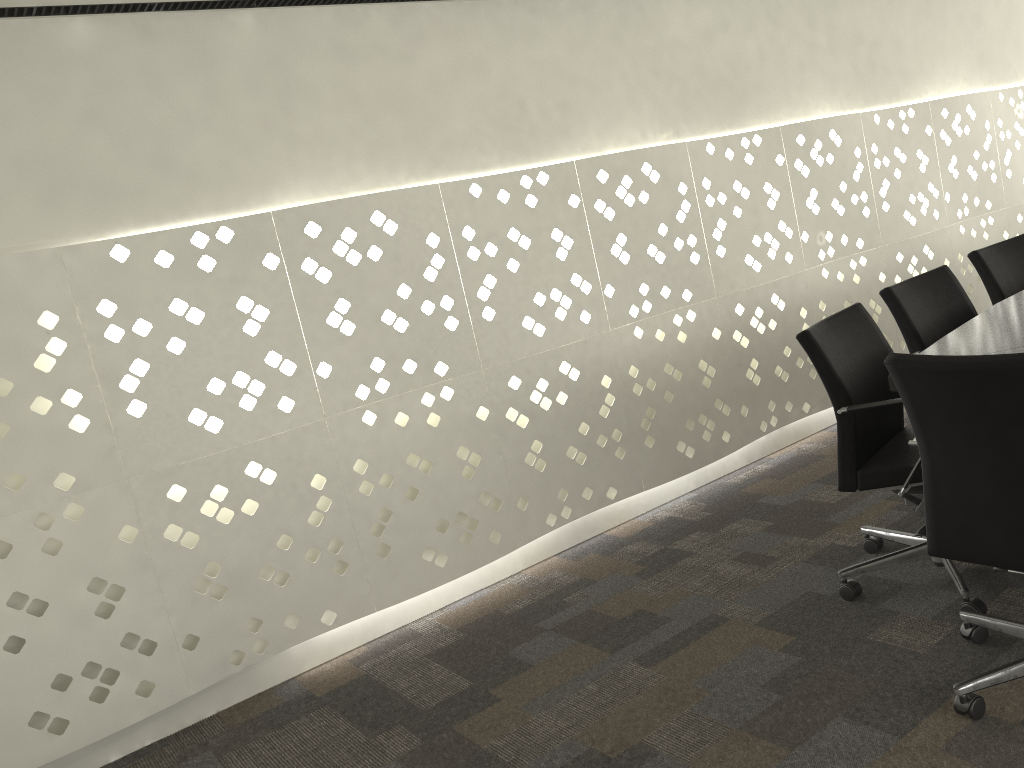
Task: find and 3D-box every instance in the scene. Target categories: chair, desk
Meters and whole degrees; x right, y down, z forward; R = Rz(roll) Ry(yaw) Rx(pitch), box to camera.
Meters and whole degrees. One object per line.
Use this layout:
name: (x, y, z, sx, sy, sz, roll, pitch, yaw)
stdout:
chair: (1.114, 0.247, 1.800, 0.579, 0.757, 0.559, -17, 9, -28)
chair: (2.065, -0.183, 3.262, 0.559, 0.757, 0.579, -17, 9, -28)
chair: (1.136, 0.155, 2.404, 0.559, 0.757, 0.579, -20, 11, -42)
chair: (1.553, -0.002, 2.829, 0.559, 0.757, 0.579, -18, 9, -32)
desk: (2.499, -0.148, 2.689, 3.364, 0.658, 1.223, -18, 9, -32)
